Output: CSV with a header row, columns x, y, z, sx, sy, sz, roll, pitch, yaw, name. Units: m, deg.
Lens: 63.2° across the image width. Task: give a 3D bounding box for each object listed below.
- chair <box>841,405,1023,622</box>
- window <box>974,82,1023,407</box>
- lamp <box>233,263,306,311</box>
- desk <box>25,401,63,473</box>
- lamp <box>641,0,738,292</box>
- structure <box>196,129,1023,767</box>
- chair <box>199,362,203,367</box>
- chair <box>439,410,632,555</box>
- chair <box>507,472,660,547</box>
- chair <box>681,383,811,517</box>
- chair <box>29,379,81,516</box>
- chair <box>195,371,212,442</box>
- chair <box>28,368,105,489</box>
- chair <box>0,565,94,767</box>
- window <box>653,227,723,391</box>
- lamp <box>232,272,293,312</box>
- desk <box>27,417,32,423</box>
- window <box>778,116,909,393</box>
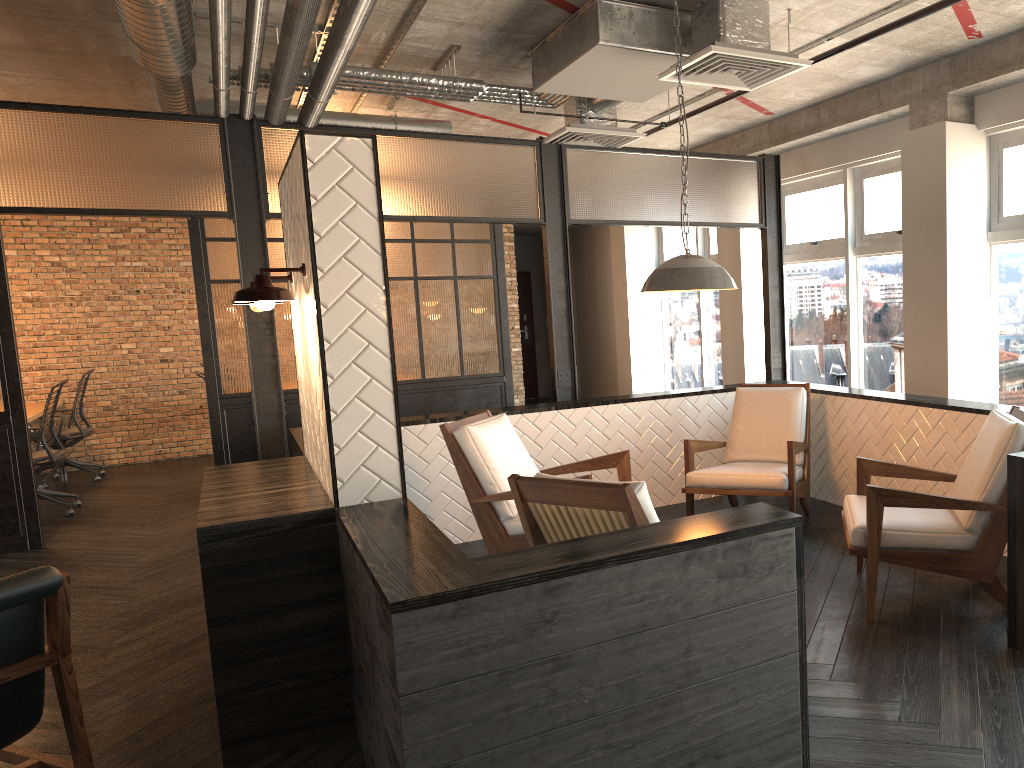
x,y,z,sx,sy,sz,roll,pitch,yaw,name
2.116,0.599,4.132,0.915,0.909,0.741,-2,6,9,chair
3.852,-0.546,5.141,0.279,2.883,2.182,-6,7,-19,window
-0.888,-0.351,3.022,0.169,0.172,0.258,1,7,34,lamp
-4.728,0.619,7.626,0.911,0.722,1.438,-5,6,-21,desk
0.873,-1.254,4.248,0.563,1.549,0.454,-6,7,-17,lamp
0.753,0.025,4.297,4.515,2.120,3.225,-5,6,-25,structure
-2.767,0.282,8.637,0.796,1.066,0.603,-6,7,-25,chair
0.199,0.621,4.645,0.890,0.909,0.761,-2,6,14,chair
0.546,0.731,3.317,0.621,0.909,1.072,1,7,37,chair
1.619,0.492,5.500,0.643,0.909,1.043,0,6,28,chair
-3.845,0.519,6.480,0.796,1.066,0.603,-6,7,-25,chair
-2.307,0.388,7.303,0.796,1.066,0.603,-6,7,-25,chair
-4.319,0.410,7.854,0.796,1.066,0.603,-6,7,-25,chair
-1.927,0.962,2.374,0.899,0.797,0.843,0,7,30,chair
2.249,-0.915,9.789,0.279,2.883,2.182,-6,7,-19,window
-1.093,-0.399,3.616,0.169,0.172,0.258,1,7,34,lamp
-4.260,0.727,6.268,0.911,0.722,1.438,-5,6,-21,desk
3.050,-0.731,7.465,0.279,2.883,2.182,-6,7,-19,window
